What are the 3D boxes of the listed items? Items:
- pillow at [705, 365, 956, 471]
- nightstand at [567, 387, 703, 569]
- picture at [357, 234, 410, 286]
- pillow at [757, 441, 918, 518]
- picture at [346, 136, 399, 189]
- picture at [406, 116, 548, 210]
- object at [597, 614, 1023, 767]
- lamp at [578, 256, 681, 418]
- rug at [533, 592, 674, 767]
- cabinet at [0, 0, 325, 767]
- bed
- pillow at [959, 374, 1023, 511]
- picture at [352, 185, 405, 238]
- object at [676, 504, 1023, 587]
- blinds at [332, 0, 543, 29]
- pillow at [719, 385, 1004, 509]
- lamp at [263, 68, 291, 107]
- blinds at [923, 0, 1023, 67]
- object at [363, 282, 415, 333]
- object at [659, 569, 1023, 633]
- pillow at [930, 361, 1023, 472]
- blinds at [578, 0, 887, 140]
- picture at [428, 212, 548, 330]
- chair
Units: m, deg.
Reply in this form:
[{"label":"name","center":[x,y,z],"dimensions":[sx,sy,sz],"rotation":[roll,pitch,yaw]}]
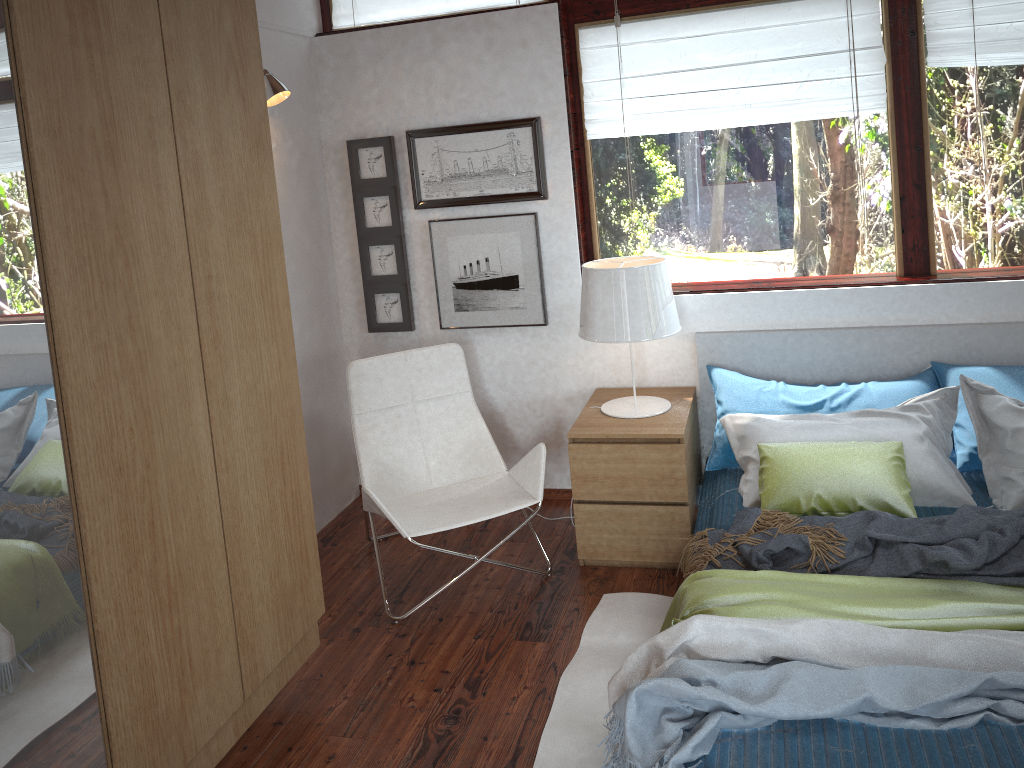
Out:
[{"label":"pillow","center":[1.203,0.112,3.366],"dimensions":[0.910,0.323,0.357],"rotation":[-2,11,14]},{"label":"nightstand","center":[0.515,0.364,3.484],"dimensions":[0.427,0.530,0.626],"rotation":[-3,11,17]},{"label":"picture","center":[-0.592,-0.572,4.024],"dimensions":[0.222,0.221,0.041],"rotation":[-2,6,16]},{"label":"pillow","center":[1.489,0.294,2.764],"dimensions":[1.375,0.215,0.320],"rotation":[-1,12,16]},{"label":"picture","center":[-0.636,-1.009,3.981],"dimensions":[0.222,0.221,0.041],"rotation":[-2,6,16]},{"label":"picture","center":[-0.162,-0.971,3.858],"dimensions":[0.624,0.357,0.042],"rotation":[-2,6,16]},{"label":"object","center":[1.213,0.762,1.751],"dimensions":[2.149,0.369,0.552],"rotation":[-2,12,12]},{"label":"lamp","center":[0.467,-0.193,3.457],"dimensions":[0.404,0.578,0.416],"rotation":[-3,8,14]},{"label":"rug","center":[1.337,0.961,1.813],"dimensions":[2.705,0.048,1.857],"rotation":[-1,15,16]},{"label":"cabinet","center":[-1.249,-0.063,1.611],"dimensions":[0.581,2.358,2.263],"rotation":[-4,10,17]},{"label":"bed","center":[1.424,0.487,2.252],"dimensions":[2.133,0.752,2.656],"rotation":[-1,15,17]},{"label":"pillow","center":[1.939,0.183,2.817],"dimensions":[0.850,0.384,0.370],"rotation":[-3,10,11]},{"label":"picture","center":[-0.614,-0.790,4.002],"dimensions":[0.222,0.221,0.041],"rotation":[-2,6,16]},{"label":"object","center":[1.444,0.504,2.273],"dimensions":[2.122,0.398,0.647],"rotation":[2,14,25]},{"label":"blinds","center":[-0.371,-1.949,3.956],"dimensions":[1.028,0.554,0.032],"rotation":[-2,6,16]},{"label":"pillow","center":[1.166,0.231,3.059],"dimensions":[0.870,0.352,0.486],"rotation":[-3,12,12]},{"label":"lamp","center":[-0.981,-1.243,3.547],"dimensions":[0.152,0.223,0.124],"rotation":[-3,7,18]},{"label":"blinds","center":[2.837,-1.555,3.056],"dimensions":[2.555,0.645,0.055],"rotation":[-1,6,16]},{"label":"object","center":[-0.570,-0.354,4.046],"dimensions":[0.222,0.221,0.041],"rotation":[-2,6,16]},{"label":"object","center":[1.349,0.715,2.093],"dimensions":[2.100,0.439,0.505],"rotation":[-2,11,12]},{"label":"pillow","center":[2.030,0.104,3.124],"dimensions":[0.918,0.312,0.377],"rotation":[-2,11,14]},{"label":"blinds","center":[0.899,-1.318,3.645],"dimensions":[1.232,0.487,0.055],"rotation":[-1,6,16]},{"label":"picture","center":[-0.110,-0.498,3.893],"dimensions":[0.503,0.497,0.044],"rotation":[-2,5,16]},{"label":"chair","center":[-0.284,0.314,3.359],"dimensions":[0.704,0.782,0.812],"rotation":[-9,11,-22]}]
